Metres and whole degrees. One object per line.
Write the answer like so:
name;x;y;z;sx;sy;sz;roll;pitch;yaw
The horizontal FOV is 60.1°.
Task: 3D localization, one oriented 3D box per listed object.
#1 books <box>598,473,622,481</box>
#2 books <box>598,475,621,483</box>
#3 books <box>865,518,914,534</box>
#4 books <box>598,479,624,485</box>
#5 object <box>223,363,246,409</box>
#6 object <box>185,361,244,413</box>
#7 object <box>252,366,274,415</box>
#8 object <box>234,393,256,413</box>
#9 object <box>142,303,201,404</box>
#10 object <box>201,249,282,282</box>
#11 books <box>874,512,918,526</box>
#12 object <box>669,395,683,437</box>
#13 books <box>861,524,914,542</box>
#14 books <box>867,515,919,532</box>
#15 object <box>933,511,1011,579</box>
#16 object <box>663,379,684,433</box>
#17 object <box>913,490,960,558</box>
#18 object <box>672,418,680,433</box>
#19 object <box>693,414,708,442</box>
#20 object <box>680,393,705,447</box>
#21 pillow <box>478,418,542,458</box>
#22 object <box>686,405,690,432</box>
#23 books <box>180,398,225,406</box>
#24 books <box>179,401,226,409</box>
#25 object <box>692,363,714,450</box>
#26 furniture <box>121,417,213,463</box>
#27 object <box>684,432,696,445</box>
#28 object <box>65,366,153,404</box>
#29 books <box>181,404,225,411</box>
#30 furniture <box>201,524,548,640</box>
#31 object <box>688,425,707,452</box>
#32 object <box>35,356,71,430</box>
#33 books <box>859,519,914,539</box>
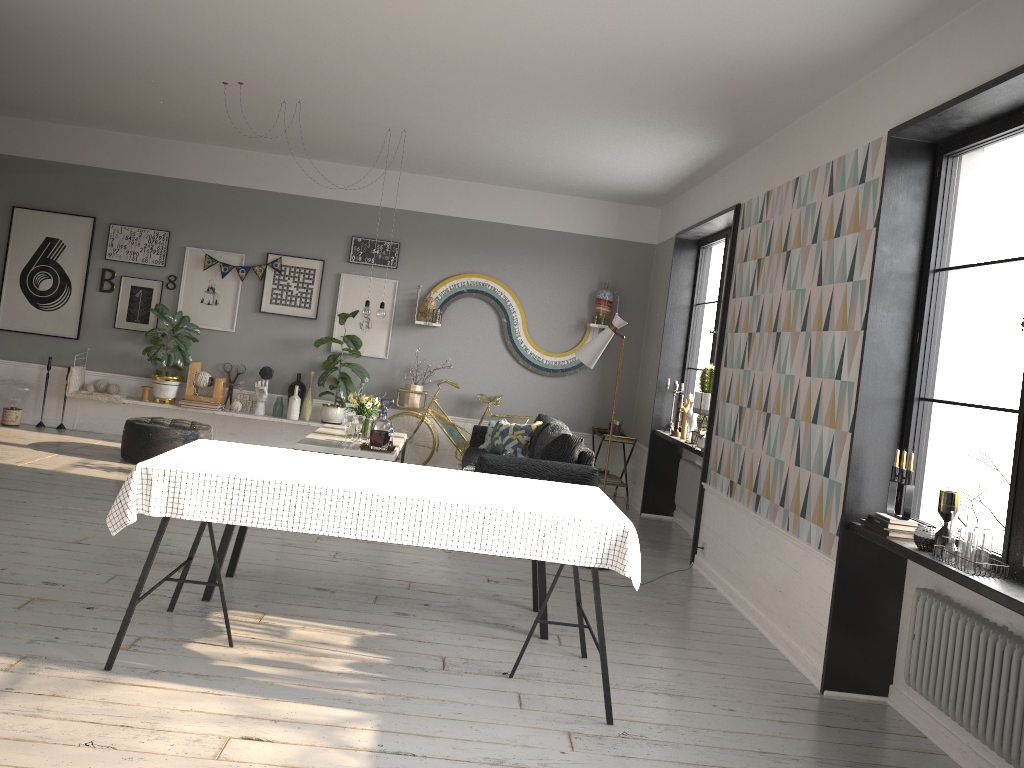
books;0.948;0.901;8.612;0.177;0.013;0.294;7;3;-6
books;0.938;0.917;8.608;0.201;0.022;0.298;7;2;-3
books;1.665;0.621;3.854;0.174;0.011;0.216;8;3;2
books;0.940;0.937;8.599;0.229;0.016;0.286;7;3;-9
object;-2.807;0.025;8.870;0.221;0.464;0.019;7;-1;-3
object;-2.905;0.032;8.718;0.545;0.440;0.238;7;0;-3
object;-2.465;0.064;8.759;0.155;0.484;0.136;8;-1;-4
object;-2.645;0.192;8.840;0.265;0.174;0.078;8;-1;3
object;-3.338;-0.289;8.637;0.509;0.965;0.547;8;0;-18
object;-2.732;-1.193;8.897;0.913;0.340;0.057;7;-1;-4
books;1.661;0.585;3.827;0.123;0.017;0.154;7;2;-2
object;1.452;0.270;7.688;0.123;0.376;0.123;7;-1;1
books;1.658;0.649;3.864;0.162;0.011;0.268;7;3;-1
books;1.662;0.605;3.831;0.162;0.022;0.198;7;2;-2
object;1.705;0.590;3.280;0.153;0.192;0.268;7;1;-4
object;1.440;0.197;8.013;0.145;0.491;0.161;7;-1;33
object;1.685;0.544;3.527;0.115;0.257;0.194;7;0;6
object;1.498;0.374;8.014;0.084;0.151;0.084;7;0;0
object;1.538;0.356;7.021;0.212;0.283;0.235;7;0;-29
object;1.490;0.285;7.176;0.134;0.410;0.663;7;1;-3
pillow;0.011;0.480;8.102;0.442;0.362;0.801;7;2;-21
object;1.502;0.317;7.619;0.076;0.301;0.075;7;-1;27
books;-3.047;0.174;8.713;0.379;0.017;0.229;7;3;-6
books;-3.046;0.197;8.702;0.384;0.029;0.260;7;2;-3
object;1.477;0.166;6.725;0.227;0.671;0.236;8;-1;-33
furniture;-2.999;0.496;7.706;0.733;0.357;0.737;7;2;-16
object;1.463;0.434;7.160;0.123;0.099;0.122;8;1;19
object;-3.904;0.026;8.664;0.784;0.307;0.329;7;1;-2
books;-3.037;0.222;8.707;0.367;0.021;0.297;7;3;-9
furniture;-0.633;0.897;4.482;1.668;0.456;0.466;7;1;-3
object;1.432;0.402;6.546;0.246;0.204;0.171;7;0;-1
object;-4.482;0.082;8.693;0.279;0.702;0.091;8;-1;-11
books;1.667;0.635;3.863;0.183;0.019;0.271;7;3;-4
